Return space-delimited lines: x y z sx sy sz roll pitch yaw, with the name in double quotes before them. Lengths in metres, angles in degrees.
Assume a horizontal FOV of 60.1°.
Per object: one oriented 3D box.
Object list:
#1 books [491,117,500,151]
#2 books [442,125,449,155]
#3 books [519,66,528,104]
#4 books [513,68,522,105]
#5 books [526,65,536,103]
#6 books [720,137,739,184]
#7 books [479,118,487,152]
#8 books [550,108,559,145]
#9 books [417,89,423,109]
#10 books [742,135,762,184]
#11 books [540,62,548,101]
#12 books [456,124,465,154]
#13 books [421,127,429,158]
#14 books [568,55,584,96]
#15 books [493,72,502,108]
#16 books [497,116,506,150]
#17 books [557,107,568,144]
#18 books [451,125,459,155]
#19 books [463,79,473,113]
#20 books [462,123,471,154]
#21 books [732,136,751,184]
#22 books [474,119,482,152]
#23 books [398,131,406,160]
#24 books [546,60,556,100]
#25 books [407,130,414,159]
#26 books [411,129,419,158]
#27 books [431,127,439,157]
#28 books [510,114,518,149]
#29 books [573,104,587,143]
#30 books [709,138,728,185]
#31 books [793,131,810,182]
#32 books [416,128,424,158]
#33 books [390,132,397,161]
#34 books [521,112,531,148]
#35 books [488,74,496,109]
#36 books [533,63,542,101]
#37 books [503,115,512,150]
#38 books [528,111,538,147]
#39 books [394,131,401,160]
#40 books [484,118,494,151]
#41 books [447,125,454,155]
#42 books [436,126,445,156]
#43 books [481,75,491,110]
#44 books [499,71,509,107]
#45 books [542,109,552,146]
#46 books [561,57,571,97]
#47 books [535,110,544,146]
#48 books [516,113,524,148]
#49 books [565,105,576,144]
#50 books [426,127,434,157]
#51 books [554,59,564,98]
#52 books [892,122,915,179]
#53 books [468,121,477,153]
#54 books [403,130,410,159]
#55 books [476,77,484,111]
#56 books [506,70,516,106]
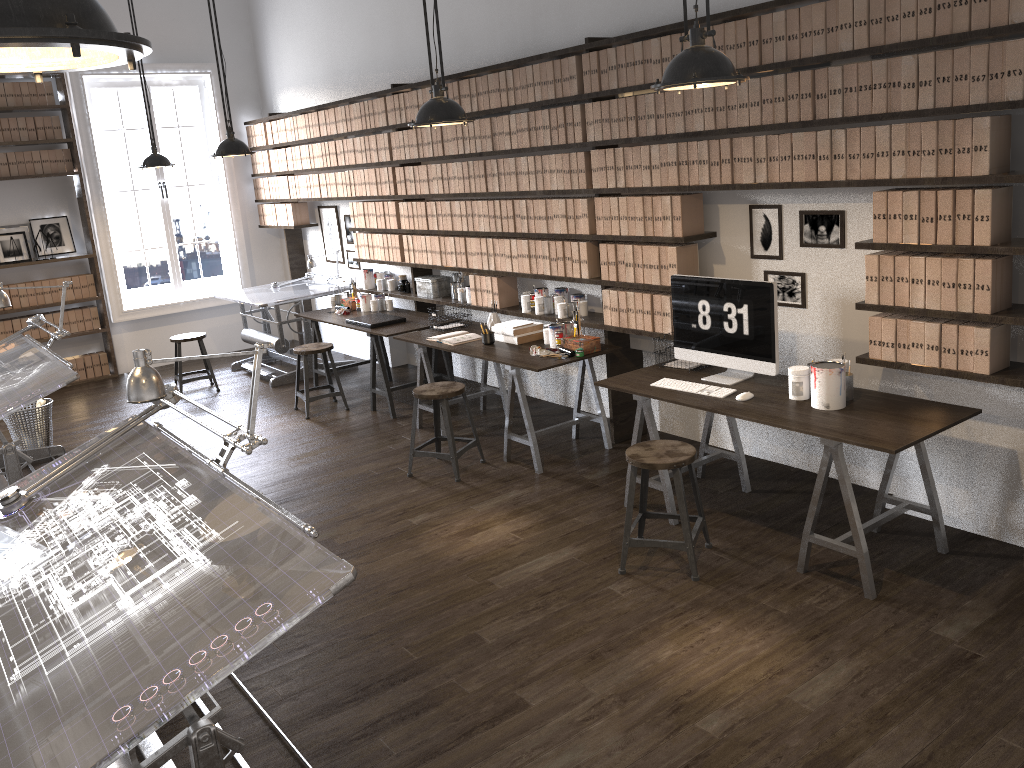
"books" -0.043 -1.691 5.982 0.175 0.223 0.067 -14 15 -35
"books" -0.412 -1.786 6.475 0.175 0.223 0.067 -14 15 -35
"books" 0.144 -1.904 5.642 0.175 0.223 0.067 -14 15 -35
"books" 0.104 -1.915 5.699 0.175 0.223 0.067 -14 15 -35
"books" 0.182 -1.892 5.584 0.175 0.223 0.067 -14 15 -35
"books" 1.138 -1.131 4.479 0.175 0.223 0.067 -14 15 -35
"books" -0.126 -1.712 6.089 0.175 0.223 0.067 -14 15 -35
"books" 0.328 -1.596 5.486 0.175 0.223 0.067 -14 15 -35
"books" -0.608 -2.097 6.643 0.175 0.223 0.067 -14 15 -35
"books" 1.220 -1.109 4.367 0.175 0.223 0.067 -14 15 -35
"books" 0.266 -1.872 5.479 0.175 0.223 0.067 -14 15 -35
"books" -0.298 -1.754 6.311 0.175 0.223 0.067 -14 15 -35
"books" -0.586 -1.831 6.706 0.175 0.223 0.067 -14 15 -35
"books" 0.428 -1.829 5.257 0.175 0.223 0.067 -14 15 -35
"books" -0.030 -1.946 5.865 0.175 0.223 0.067 -14 15 -35
"books" -0.003 -1.680 5.925 0.175 0.223 0.067 -14 15 -35
"books" 0.368 -1.583 5.423 0.175 0.223 0.067 -14 15 -35
"books" -0.341 -1.765 6.368 0.175 0.223 0.067 -14 15 -35
"books" -0.238 -2.000 6.144 0.175 0.223 0.067 -14 15 -35
"books" -0.252 -1.744 6.255 0.175 0.223 0.067 -14 15 -35
"books" 1.187 -1.120 4.423 0.175 0.223 0.067 -14 15 -35
"books" -0.165 -1.721 6.138 0.175 0.223 0.067 -14 15 -35
"books" -0.792 -1.882 6.974 0.175 0.223 0.067 -14 15 -35
"books" 0.302 -1.861 5.423 0.175 0.223 0.067 -14 15 -35
"books" -0.709 -1.862 6.868 0.175 0.223 0.067 -14 15 -35
"books" -0.673 -1.851 6.813 0.175 0.223 0.067 -14 15 -35
"books" -0.501 -1.809 6.593 0.175 0.223 0.067 -14 15 -35
"books" 0.081 -1.658 5.810 0.175 0.223 0.067 -14 15 -35
"books" 0.459 -1.561 5.306 0.175 0.223 0.067 -14 15 -35
"books" 1.098 -1.143 4.541 0.175 0.223 0.067 -14 15 -35
"books" 1.394 -1.066 4.141 0.175 0.223 0.067 -14 15 -35
"books" -0.628 -1.842 6.762 0.175 0.223 0.067 -14 15 -35
"books" -0.871 -1.905 7.089 0.175 0.223 0.067 -14 15 -35
"books" 0.156 -1.637 5.705 0.175 0.223 0.067 -14 15 -35
"books" -0.064 -1.957 5.918 0.175 0.223 0.067 -14 15 -35
"books" 0.227 -1.882 5.528 0.175 0.223 0.067 -14 15 -35
"books" 0.036 -1.669 5.867 0.175 0.223 0.067 -14 15 -35
"books" 0.200 -1.628 5.655 0.175 0.223 0.067 -14 15 -35
"books" -0.831 -1.894 7.032 0.175 0.223 0.067 -14 15 -35
"books" -0.090 -1.700 6.033 0.175 0.223 0.067 -14 15 -35
"books" -0.375 -1.776 6.421 0.175 0.223 0.067 -14 15 -35
"books" -0.461 -1.797 6.530 0.175 0.223 0.067 -14 15 -35
"books" -0.108 -1.969 5.978 0.175 0.223 0.067 -14 15 -35
"books" 0.013 -1.935 5.808 0.175 0.223 0.067 -14 15 -35
"books" 0.281 -1.606 5.540 0.175 0.223 0.067 -14 15 -35
"books" 0.389 -1.841 5.316 0.175 0.223 0.067 -14 15 -35
"books" 0.243 -1.617 5.599 0.175 0.223 0.067 -14 15 -35
"books" 0.119 -1.649 5.761 0.175 0.223 0.067 -14 15 -35
"books" 0.416 -1.573 5.368 0.175 0.223 0.067 -14 15 -35
"books" -0.547 -1.819 6.647 0.175 0.223 0.067 -14 15 -35
"books" 0.347 -1.852 5.372 0.175 0.223 0.067 -14 15 -35
"books" 1.686 -0.990 3.750 0.175 0.223 0.067 -14 15 -35
"books" -0.209 -1.732 6.195 0.175 0.223 0.067 -14 15 -35
"books" -0.748 -1.871 6.918 0.175 0.223 0.067 -14 15 -35
"books" -0.148 -1.980 6.035 0.175 0.223 0.067 -14 15 -35
"books" 0.059 -1.925 5.752 0.175 0.223 0.067 -14 15 -35
